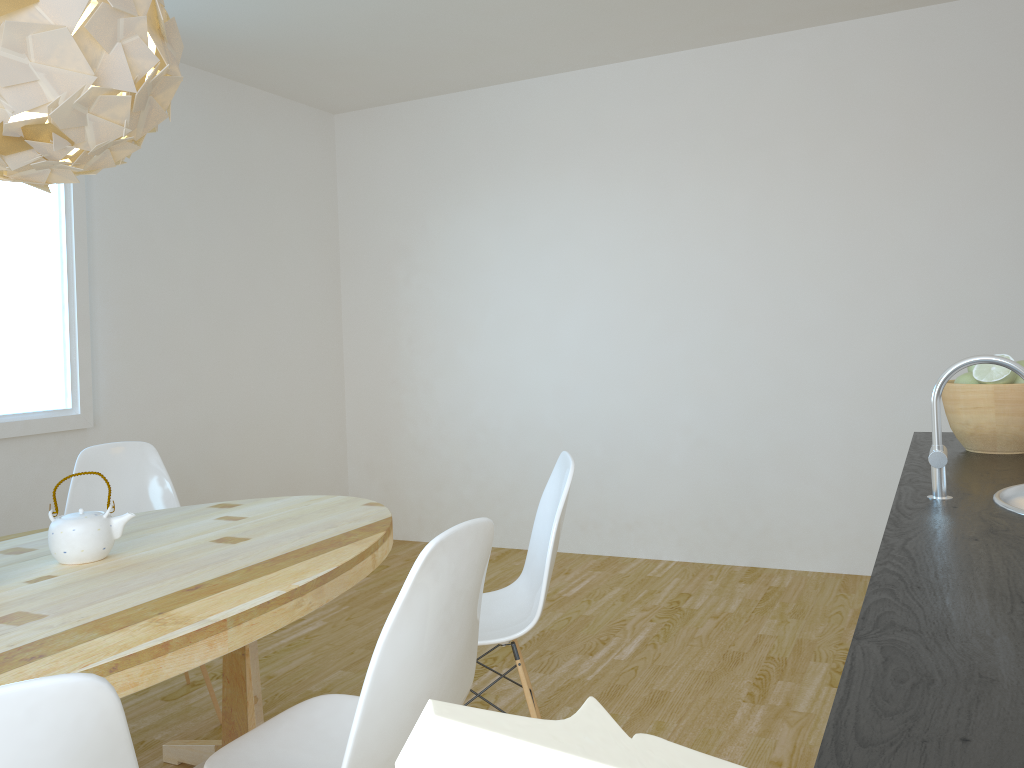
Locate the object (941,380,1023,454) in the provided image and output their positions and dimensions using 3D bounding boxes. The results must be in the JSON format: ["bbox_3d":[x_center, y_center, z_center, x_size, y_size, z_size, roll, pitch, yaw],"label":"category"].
[{"bbox_3d":[0.987,0.065,1.800,0.205,0.142,0.205,-3,2,-12],"label":"object"}]

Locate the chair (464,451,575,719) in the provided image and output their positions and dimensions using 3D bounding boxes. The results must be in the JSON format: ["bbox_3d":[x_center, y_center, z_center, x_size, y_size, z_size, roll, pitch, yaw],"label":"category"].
[{"bbox_3d":[-0.083,0.648,2.394,0.523,0.902,0.430,-2,0,-4],"label":"chair"}]

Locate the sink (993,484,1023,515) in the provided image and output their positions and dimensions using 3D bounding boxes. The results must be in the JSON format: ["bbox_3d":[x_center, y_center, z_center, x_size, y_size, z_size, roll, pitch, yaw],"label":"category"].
[{"bbox_3d":[0.896,0.242,1.223,0.404,0.157,0.404,-3,3,-22],"label":"sink"}]

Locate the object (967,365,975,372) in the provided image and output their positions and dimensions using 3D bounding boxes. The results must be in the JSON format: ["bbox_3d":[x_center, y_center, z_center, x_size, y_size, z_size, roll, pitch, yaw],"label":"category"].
[{"bbox_3d":[1.005,-0.016,1.859,0.085,0.065,0.084,-1,2,38],"label":"object"}]

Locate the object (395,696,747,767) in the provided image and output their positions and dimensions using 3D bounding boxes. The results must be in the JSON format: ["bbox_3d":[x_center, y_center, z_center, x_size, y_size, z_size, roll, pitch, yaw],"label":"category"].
[{"bbox_3d":[0.254,0.146,0.099,0.430,0.214,0.378,-4,3,-36],"label":"object"}]

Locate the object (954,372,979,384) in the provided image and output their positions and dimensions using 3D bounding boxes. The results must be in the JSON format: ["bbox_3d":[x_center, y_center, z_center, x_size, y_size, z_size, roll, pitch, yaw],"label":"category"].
[{"bbox_3d":[0.949,0.018,1.806,0.081,0.085,0.097,-2,1,-9],"label":"object"}]

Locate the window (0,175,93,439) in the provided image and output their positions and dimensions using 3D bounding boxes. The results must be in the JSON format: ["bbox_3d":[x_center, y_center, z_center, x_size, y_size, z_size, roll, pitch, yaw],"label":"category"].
[{"bbox_3d":[-1.235,-0.313,2.578,2.546,2.054,1.882,-2,1,26],"label":"window"}]

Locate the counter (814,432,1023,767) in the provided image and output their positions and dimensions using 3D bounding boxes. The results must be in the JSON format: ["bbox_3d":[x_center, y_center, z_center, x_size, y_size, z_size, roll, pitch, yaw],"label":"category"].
[{"bbox_3d":[0.725,0.209,0.956,0.600,0.040,2.405,-1,3,26],"label":"counter"}]

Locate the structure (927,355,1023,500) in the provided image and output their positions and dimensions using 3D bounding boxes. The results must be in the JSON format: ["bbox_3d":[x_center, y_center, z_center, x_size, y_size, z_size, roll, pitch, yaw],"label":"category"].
[{"bbox_3d":[0.714,0.062,1.342,0.162,0.215,0.097,-2,0,27],"label":"structure"}]

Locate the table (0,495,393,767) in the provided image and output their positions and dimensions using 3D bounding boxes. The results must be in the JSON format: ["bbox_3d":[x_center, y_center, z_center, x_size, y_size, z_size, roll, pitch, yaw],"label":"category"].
[{"bbox_3d":[-1.032,0.798,1.913,1.192,0.725,2.194,-1,3,25],"label":"table"}]

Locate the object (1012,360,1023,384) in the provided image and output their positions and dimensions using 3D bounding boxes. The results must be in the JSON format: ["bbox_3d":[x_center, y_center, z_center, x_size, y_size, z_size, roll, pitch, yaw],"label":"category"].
[{"bbox_3d":[1.021,0.002,1.771,0.102,0.098,0.086,-3,1,-43],"label":"object"}]

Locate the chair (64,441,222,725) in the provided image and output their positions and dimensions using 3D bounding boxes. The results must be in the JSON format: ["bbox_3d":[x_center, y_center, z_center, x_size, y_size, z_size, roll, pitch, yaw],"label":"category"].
[{"bbox_3d":[-1.271,0.666,2.989,0.430,0.902,0.522,-2,0,-34],"label":"chair"}]

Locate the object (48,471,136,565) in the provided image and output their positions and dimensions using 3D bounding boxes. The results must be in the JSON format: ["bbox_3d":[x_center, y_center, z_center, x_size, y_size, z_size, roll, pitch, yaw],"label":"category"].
[{"bbox_3d":[-1.023,0.318,2.125,0.177,0.212,0.147,-2,1,26],"label":"object"}]

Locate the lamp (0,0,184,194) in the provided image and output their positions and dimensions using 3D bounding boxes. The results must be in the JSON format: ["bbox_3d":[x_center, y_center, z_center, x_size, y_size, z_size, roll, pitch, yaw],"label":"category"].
[{"bbox_3d":[-1.056,-0.977,1.899,0.646,1.135,0.640,-2,0,26],"label":"lamp"}]

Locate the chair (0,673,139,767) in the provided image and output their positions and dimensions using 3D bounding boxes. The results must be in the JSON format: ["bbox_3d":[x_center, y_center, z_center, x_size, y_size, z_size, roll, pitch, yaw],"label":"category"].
[{"bbox_3d":[-0.669,0.742,1.019,0.430,0.902,0.522,-2,0,-44],"label":"chair"}]

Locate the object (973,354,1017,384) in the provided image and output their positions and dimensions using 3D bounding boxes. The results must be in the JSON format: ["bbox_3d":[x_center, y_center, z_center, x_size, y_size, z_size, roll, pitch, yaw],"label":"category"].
[{"bbox_3d":[0.951,-0.023,1.742,0.074,0.072,0.077,-3,2,-39],"label":"object"}]
